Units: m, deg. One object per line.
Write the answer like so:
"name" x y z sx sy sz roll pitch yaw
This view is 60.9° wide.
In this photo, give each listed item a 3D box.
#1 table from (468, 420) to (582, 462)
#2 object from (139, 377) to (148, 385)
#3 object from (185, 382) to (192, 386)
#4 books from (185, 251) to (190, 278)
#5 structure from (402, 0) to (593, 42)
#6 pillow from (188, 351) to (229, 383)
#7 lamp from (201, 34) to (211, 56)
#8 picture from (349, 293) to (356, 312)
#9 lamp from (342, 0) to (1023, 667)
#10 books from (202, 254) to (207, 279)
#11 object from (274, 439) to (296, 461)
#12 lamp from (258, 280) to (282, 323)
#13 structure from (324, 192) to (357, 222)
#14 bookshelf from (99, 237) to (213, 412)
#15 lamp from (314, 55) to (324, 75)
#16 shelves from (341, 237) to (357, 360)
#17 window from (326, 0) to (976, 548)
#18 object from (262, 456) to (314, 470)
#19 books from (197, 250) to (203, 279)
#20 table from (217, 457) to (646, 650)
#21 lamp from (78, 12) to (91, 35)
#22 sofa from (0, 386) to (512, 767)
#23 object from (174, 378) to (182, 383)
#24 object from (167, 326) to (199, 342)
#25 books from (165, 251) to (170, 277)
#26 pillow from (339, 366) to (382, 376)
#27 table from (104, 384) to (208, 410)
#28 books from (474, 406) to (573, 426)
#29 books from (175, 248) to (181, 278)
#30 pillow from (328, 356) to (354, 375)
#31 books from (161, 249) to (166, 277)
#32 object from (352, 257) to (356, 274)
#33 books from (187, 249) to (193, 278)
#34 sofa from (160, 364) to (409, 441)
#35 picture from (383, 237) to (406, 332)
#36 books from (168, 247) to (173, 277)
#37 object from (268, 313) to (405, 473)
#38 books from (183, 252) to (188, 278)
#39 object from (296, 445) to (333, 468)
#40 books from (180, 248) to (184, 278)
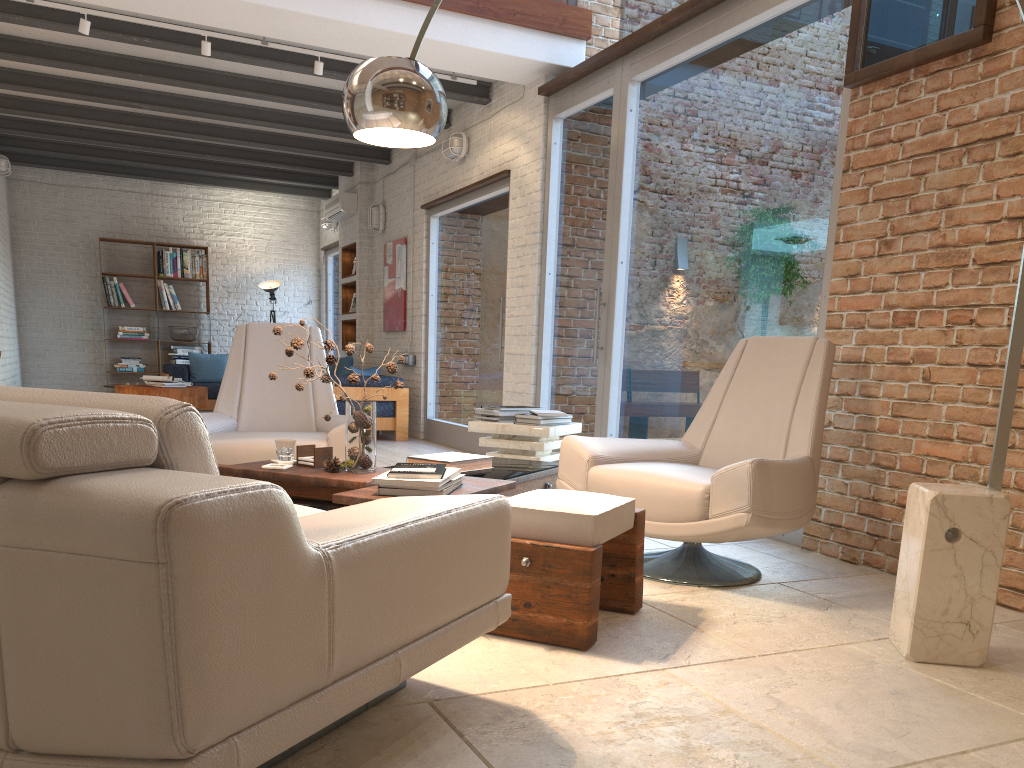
"table" 0.073 0.472 5.043 0.492 0.517 0.486 5 8 24
"object" -4.139 -0.029 9.989 0.186 0.093 0.190 2 3 0
"object" -3.648 0.012 9.831 0.154 0.058 0.265 0 3 -33
"books" -4.371 -1.598 11.748 0.020 0.368 0.265 -3 10 -25
"structure" -4.272 -1.540 4.527 10.140 4.241 13.574 1 3 -25
"pillow" -3.916 -0.206 11.323 0.554 0.420 0.218 0 10 -26
"lamp" -2.020 -2.227 5.758 0.060 0.132 0.084 -2 10 -23
"picture" -1.932 -1.004 10.802 0.101 0.251 0.189 -5 10 -34
"lamp" 0.466 -0.383 2.587 2.027 2.414 0.309 4 11 11
"books" -4.189 -1.579 11.854 0.055 0.338 0.248 -3 10 -25
"object" -0.942 0.276 3.624 0.090 0.087 0.089 5 7 24
"lamp" -3.149 -0.513 12.152 0.857 1.895 0.497 9 13 36
"structure" -2.060 -2.114 10.449 0.200 0.225 0.798 -1 4 -26
"bookshelf" -4.767 -0.746 11.733 1.314 2.261 0.355 -2 12 -24
"lamp" -1.346 -2.215 6.071 0.060 0.124 0.084 -2 9 -23
"shelves" -1.919 -1.024 10.748 0.191 1.465 0.748 -3 11 -25
"window" 0.225 -2.553 6.927 0.645 6.558 12.080 -3 6 -25
"object" -0.924 0.316 3.551 0.246 0.035 0.268 3 2 37
"books" -4.226 -1.608 11.813 0.036 0.394 0.238 -3 10 -25
"table" -0.426 0.525 3.685 2.191 0.440 1.941 3 2 26
"lamp" -2.673 -2.244 5.451 0.085 0.132 0.058 8 11 34
"sofa" -1.269 0.366 2.157 2.315 0.776 1.125 3 5 24
"object" -3.688 -0.010 9.605 0.108 0.111 0.105 1 7 -9
"object" -4.491 -0.677 11.911 0.402 0.206 0.393 3 4 16
"books" -4.606 -1.590 11.633 0.055 0.338 0.248 -3 10 -25
"pillow" -1.613 -0.020 8.941 0.374 0.336 0.555 5 5 25
"table" -3.884 0.233 9.501 1.076 0.457 1.791 1 2 -20
"books" 0.108 0.180 4.932 0.387 0.081 0.559 0 2 -41
"books" -4.477 -1.614 11.685 0.036 0.394 0.238 -3 10 -25
"pillow" -2.085 -0.121 10.162 0.254 0.426 1.187 -2 4 -26
"books" -4.648 -1.606 11.629 0.020 0.368 0.265 -3 10 -25
"object" -1.888 -1.443 10.619 0.112 0.249 0.210 -1 8 -17
"books" -4.350 -1.611 11.769 0.036 0.394 0.238 -3 10 -25
"sofa" -2.822 0.147 10.106 2.076 0.676 3.870 1 2 -26
"picture" -1.290 -1.066 9.552 0.019 0.985 0.726 -3 10 -25
"books" -4.564 -1.616 11.650 0.036 0.394 0.238 -3 10 -25
"object" -0.686 0.042 3.291 0.313 0.622 0.534 9 10 35
"books" -4.400 -1.584 11.721 0.055 0.338 0.248 -3 10 -25
"object" -0.809 0.296 3.572 0.113 0.084 0.093 6 7 36
"books" -4.448 -1.614 11.709 0.036 0.394 0.238 -3 10 -25
